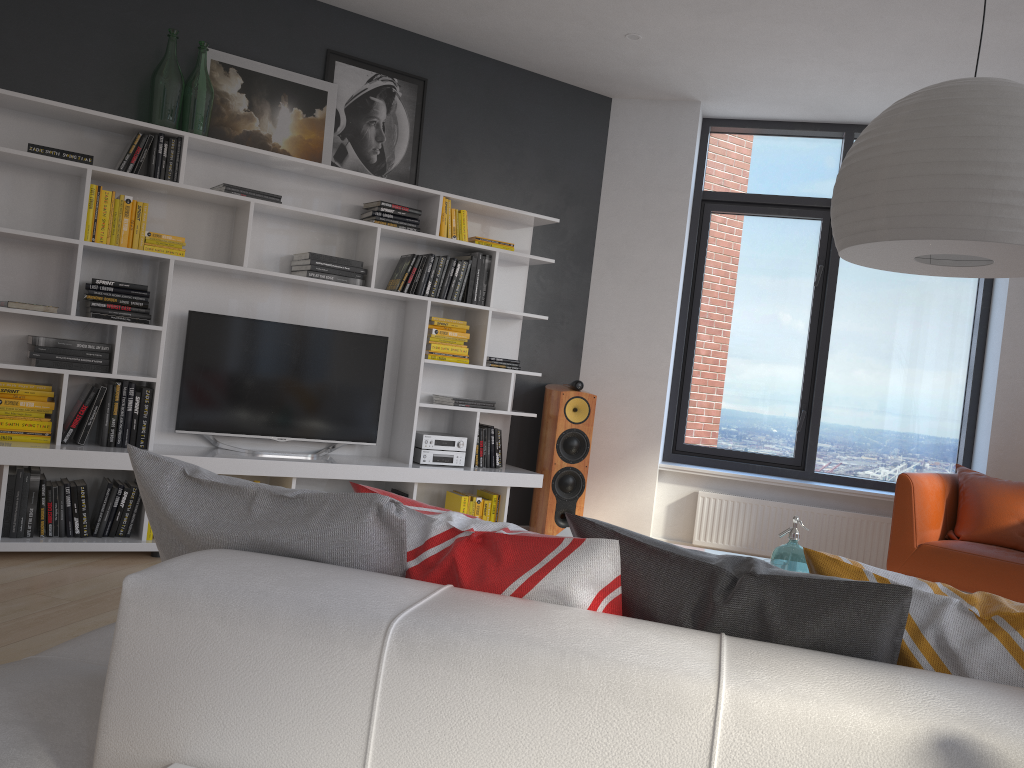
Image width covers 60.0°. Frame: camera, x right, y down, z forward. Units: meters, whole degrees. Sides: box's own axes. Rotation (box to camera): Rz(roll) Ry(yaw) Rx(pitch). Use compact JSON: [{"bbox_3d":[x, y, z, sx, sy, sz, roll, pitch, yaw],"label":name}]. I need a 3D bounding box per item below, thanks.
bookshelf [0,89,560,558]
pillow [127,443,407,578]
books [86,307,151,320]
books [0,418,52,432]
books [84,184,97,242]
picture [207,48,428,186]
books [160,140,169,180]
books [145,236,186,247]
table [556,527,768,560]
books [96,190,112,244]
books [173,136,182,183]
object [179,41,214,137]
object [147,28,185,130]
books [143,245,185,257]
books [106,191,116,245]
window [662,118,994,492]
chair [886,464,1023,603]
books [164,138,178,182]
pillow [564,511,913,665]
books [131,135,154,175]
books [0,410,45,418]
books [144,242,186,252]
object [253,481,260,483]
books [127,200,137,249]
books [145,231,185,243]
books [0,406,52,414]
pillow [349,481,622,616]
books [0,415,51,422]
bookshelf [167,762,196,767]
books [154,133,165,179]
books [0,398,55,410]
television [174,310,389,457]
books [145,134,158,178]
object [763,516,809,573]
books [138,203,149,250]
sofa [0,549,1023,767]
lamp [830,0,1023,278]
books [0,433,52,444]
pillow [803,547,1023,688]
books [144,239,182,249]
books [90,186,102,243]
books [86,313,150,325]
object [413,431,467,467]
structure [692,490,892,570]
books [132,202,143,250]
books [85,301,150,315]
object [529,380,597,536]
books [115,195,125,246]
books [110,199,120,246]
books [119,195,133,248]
[{"bbox_3d":[-1.142,-0.139,4.724,3.000,2.052,0.455,6,0,-31],"label":"bookshelf"},{"bbox_3d":[0.770,0.491,1.705,2.953,0.453,0.647,7,0,2],"label":"pillow"},{"bbox_3d":[-1.914,-0.342,4.313,0.270,0.025,0.189,6,0,-32],"label":"books"},{"bbox_3d":[-2.306,0.182,4.152,0.255,0.044,0.198,6,0,-31],"label":"books"},{"bbox_3d":[-2.018,-0.802,4.219,0.029,0.270,0.204,6,0,-31],"label":"books"},{"bbox_3d":[-1.072,-1.516,4.903,1.279,0.707,0.076,6,0,-31],"label":"picture"},{"bbox_3d":[-1.728,-1.087,4.373,0.021,0.200,0.147,6,0,-31],"label":"books"},{"bbox_3d":[-1.729,-0.704,4.399,0.187,0.014,0.134,6,0,-31],"label":"books"},{"bbox_3d":[0.604,0.877,3.128,1.091,0.435,1.091,7,0,14],"label":"table"},{"bbox_3d":[-1.973,-0.790,4.263,0.044,0.255,0.198,6,0,-31],"label":"books"},{"bbox_3d":[-1.674,-1.096,4.397,0.019,0.230,0.174,6,0,-31],"label":"books"},{"bbox_3d":[-1.584,-1.477,4.479,0.157,0.507,0.157,7,0,-18],"label":"object"},{"bbox_3d":[-1.687,-1.488,4.350,0.157,0.507,0.157,7,0,-18],"label":"object"},{"bbox_3d":[-1.736,-0.652,4.399,0.190,0.033,0.147,6,0,-31],"label":"books"},{"bbox_3d":[-1.948,-0.790,4.281,0.015,0.263,0.199,6,0,-31],"label":"books"},{"bbox_3d":[2.144,-0.543,6.008,1.960,2.402,0.170,7,0,14],"label":"window"},{"bbox_3d":[2.589,0.896,4.670,0.843,0.858,0.896,6,0,-44],"label":"chair"},{"bbox_3d":[-1.702,-1.092,4.389,0.038,0.218,0.169,6,0,-31],"label":"books"},{"bbox_3d":[1.100,0.536,1.289,2.120,0.436,0.608,7,0,10],"label":"pillow"},{"bbox_3d":[-1.809,-1.102,4.321,0.074,0.212,0.154,6,0,-32],"label":"books"},{"bbox_3d":[-2.308,0.133,4.140,0.228,0.024,0.152,6,0,-27],"label":"books"},{"bbox_3d":[-1.735,-0.675,4.402,0.196,0.011,0.148,6,0,-31],"label":"books"},{"bbox_3d":[-1.342,0.632,4.613,0.185,0.257,0.185,7,0,36],"label":"object"},{"bbox_3d":[-1.867,-0.770,4.328,0.023,0.239,0.169,6,0,-31],"label":"books"},{"bbox_3d":[-1.736,-0.725,4.408,0.186,0.026,0.138,6,0,-31],"label":"books"},{"bbox_3d":[-2.304,0.112,4.162,0.251,0.019,0.180,6,0,-31],"label":"books"},{"bbox_3d":[0.780,0.525,1.360,2.250,0.449,0.575,7,0,11],"label":"pillow"},{"bbox_3d":[-2.312,0.151,4.163,0.263,0.015,0.198,6,0,-28],"label":"books"},{"bbox_3d":[0.742,0.886,0.676,2.600,0.500,0.356,7,0,14],"label":"bookshelf"},{"bbox_3d":[-1.749,-1.104,4.364,0.025,0.232,0.176,6,0,-31],"label":"books"},{"bbox_3d":[-2.290,0.087,4.166,0.250,0.035,0.185,6,0,-28],"label":"books"},{"bbox_3d":[-1.225,0.026,4.815,1.102,0.704,0.207,6,0,-31],"label":"television"},{"bbox_3d":[-1.768,-1.100,4.347,0.021,0.221,0.156,6,0,-31],"label":"books"},{"bbox_3d":[0.833,0.553,2.920,0.330,0.265,0.330,7,0,38],"label":"object"},{"bbox_3d":[-1.824,-0.763,4.354,0.024,0.234,0.172,6,0,-31],"label":"books"},{"bbox_3d":[0.860,0.774,2.178,3.424,0.732,2.614,7,0,14],"label":"sofa"},{"bbox_3d":[1.946,-0.057,1.231,0.710,2.647,3.199,6,0,-40],"label":"lamp"},{"bbox_3d":[-2.304,0.244,4.142,0.270,0.029,0.204,6,0,-26],"label":"books"},{"bbox_3d":[1.420,0.586,1.761,2.095,0.440,0.630,6,0,-29],"label":"pillow"},{"bbox_3d":[-1.728,-0.688,4.383,0.169,0.018,0.113,6,0,-30],"label":"books"},{"bbox_3d":[-2.000,-0.801,4.241,0.025,0.270,0.213,6,0,-31],"label":"books"},{"bbox_3d":[-1.917,-0.317,4.311,0.263,0.026,0.189,6,0,-33],"label":"books"},{"bbox_3d":[-0.456,0.380,5.232,0.285,0.174,0.270,6,0,-31],"label":"object"},{"bbox_3d":[1.914,1.013,5.689,1.474,0.460,0.110,7,0,14],"label":"structure"},{"bbox_3d":[-1.844,-0.765,4.338,0.024,0.234,0.172,6,0,-31],"label":"books"},{"bbox_3d":[-1.926,-0.371,4.324,0.266,0.030,0.209,6,0,-33],"label":"books"},{"bbox_3d":[0.299,0.509,5.645,0.290,1.088,0.434,7,0,-16],"label":"object"},{"bbox_3d":[-1.914,-0.782,4.299,0.019,0.251,0.180,6,0,-31],"label":"books"},{"bbox_3d":[-1.924,-0.770,4.272,0.024,0.229,0.156,6,0,-31],"label":"books"},{"bbox_3d":[-1.890,-0.779,4.311,0.035,0.250,0.185,6,0,-31],"label":"books"}]
